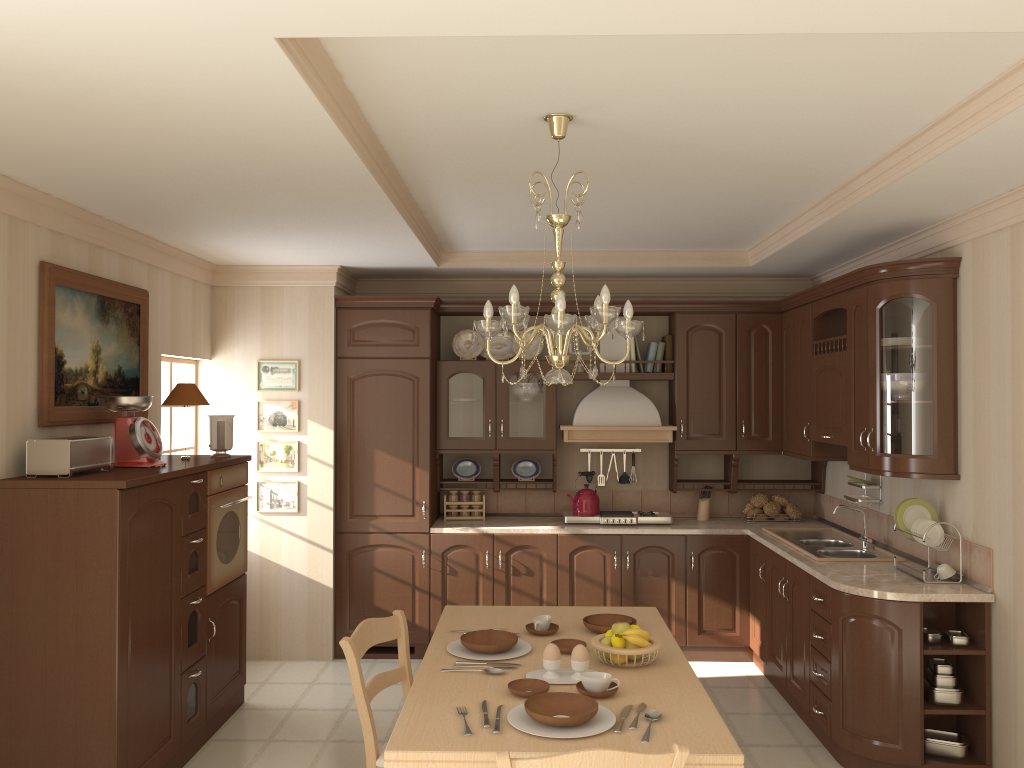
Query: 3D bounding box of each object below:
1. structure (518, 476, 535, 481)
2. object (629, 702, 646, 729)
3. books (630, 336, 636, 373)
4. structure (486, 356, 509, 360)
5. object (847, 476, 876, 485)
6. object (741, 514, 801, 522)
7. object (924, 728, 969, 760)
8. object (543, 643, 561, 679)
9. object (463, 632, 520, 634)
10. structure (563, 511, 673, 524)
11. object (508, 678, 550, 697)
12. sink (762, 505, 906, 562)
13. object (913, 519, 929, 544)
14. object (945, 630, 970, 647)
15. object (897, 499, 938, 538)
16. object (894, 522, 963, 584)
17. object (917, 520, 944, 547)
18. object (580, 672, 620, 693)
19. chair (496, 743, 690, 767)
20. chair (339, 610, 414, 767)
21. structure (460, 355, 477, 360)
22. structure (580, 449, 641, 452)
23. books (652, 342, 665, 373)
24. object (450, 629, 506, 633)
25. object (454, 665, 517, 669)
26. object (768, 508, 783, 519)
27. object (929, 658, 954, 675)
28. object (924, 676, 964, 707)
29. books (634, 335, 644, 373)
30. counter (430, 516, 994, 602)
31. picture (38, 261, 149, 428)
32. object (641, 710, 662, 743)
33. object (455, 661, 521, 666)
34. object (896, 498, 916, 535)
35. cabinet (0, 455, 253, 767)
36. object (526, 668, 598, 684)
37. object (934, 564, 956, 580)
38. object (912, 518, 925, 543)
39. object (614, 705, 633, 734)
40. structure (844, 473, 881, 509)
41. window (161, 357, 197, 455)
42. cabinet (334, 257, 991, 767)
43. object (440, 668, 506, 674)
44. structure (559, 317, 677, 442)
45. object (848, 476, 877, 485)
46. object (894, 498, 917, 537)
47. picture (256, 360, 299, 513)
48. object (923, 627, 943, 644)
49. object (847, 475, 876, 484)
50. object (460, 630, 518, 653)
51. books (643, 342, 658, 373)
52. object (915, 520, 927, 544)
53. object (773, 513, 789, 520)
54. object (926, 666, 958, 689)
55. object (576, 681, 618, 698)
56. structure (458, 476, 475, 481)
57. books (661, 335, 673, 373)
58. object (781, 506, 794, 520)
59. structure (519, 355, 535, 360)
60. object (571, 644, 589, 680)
[{"bbox_3d":[0.099,0.601,6.085,0.110,0.126,0.080,0,-1,1],"label":"structure"},{"bbox_3d":[0.353,0.924,2.476,0.022,0.004,0.216,0,-1,17],"label":"object"},{"bbox_3d":[0.824,-0.228,6.100,0.042,0.305,0.194,0,-1,1],"label":"books"},{"bbox_3d":[-0.097,-0.221,6.101,0.154,0.126,0.080,0,-1,1],"label":"structure"},{"bbox_3d":[1.999,0.553,5.067,0.167,0.051,0.174,0,-1,1],"label":"object"},{"bbox_3d":[1.749,0.898,5.993,0.364,0.060,0.199,0,-1,1],"label":"object"},{"bbox_3d":[1.898,1.589,3.913,0.208,0.077,0.145,0,-1,26],"label":"object"},{"bbox_3d":[0.127,0.878,2.824,0.058,0.104,0.058,0,-1,-20],"label":"object"},{"bbox_3d":[-0.076,0.936,3.331,0.212,0.008,0.018,0,-1,1],"label":"object"},{"bbox_3d":[0.698,0.884,5.889,0.710,0.054,0.325,0,-1,1],"label":"structure"},{"bbox_3d":[0.050,0.916,2.660,0.126,0.026,0.127,0,-1,-8],"label":"object"},{"bbox_3d":[1.787,0.843,5.041,0.448,0.348,1.077,0,-1,1],"label":"sink"},{"bbox_3d":[1.938,0.692,4.143,0.123,0.119,0.034,0,-1,3],"label":"object"},{"bbox_3d":[1.955,1.117,3.893,0.084,0.045,0.120,0,-1,12],"label":"object"},{"bbox_3d":[1.942,0.646,4.246,0.193,0.188,0.047,0,-1,2],"label":"object"},{"bbox_3d":[1.937,0.759,4.144,0.172,0.275,0.359,0,-1,2],"label":"object"},{"bbox_3d":[1.936,0.692,4.101,0.123,0.119,0.034,0,-1,1],"label":"object"},{"bbox_3d":[0.263,0.900,2.654,0.119,0.055,0.063,0,-1,15],"label":"object"},{"bbox_3d":[0.168,1.278,2.313,0.462,0.846,0.517,0,-1,-6],"label":"chair"},{"bbox_3d":[-0.299,1.291,3.186,0.517,0.846,0.462,0,-1,18],"label":"chair"},{"bbox_3d":[-0.297,-0.222,6.050,0.110,0.126,0.080,0,-1,1],"label":"structure"},{"bbox_3d":[0.688,0.463,6.189,0.422,0.020,0.008,0,-1,1],"label":"structure"},{"bbox_3d":[1.001,-0.179,6.087,0.080,0.209,0.205,0,-1,1],"label":"books"},{"bbox_3d":[-0.127,0.938,3.373,0.218,0.004,0.028,0,-1,-9],"label":"object"},{"bbox_3d":[-0.084,0.931,2.916,0.216,0.004,0.022,0,-1,7],"label":"object"},{"bbox_3d":[1.782,0.875,6.022,0.114,0.094,0.098,0,-1,-18],"label":"object"},{"bbox_3d":[1.897,1.249,3.918,0.084,0.045,0.120,0,-1,12],"label":"object"},{"bbox_3d":[1.897,1.355,3.916,0.145,0.077,0.208,0,-1,12],"label":"object"},{"bbox_3d":[0.863,-0.210,6.106,0.068,0.271,0.194,0,-1,1],"label":"books"},{"bbox_3d":[0.768,0.925,4.995,2.603,0.034,2.422,0,-1,1],"label":"counter"},{"bbox_3d":[-1.921,-0.156,4.148,0.036,0.687,0.990,0,-1,1],"label":"picture"},{"bbox_3d":[0.371,0.920,2.390,0.047,0.011,0.219,0,-1,17],"label":"object"},{"bbox_3d":[-0.079,0.930,2.951,0.221,0.008,0.023,0,-1,7],"label":"object"},{"bbox_3d":[1.943,0.646,4.264,0.193,0.188,0.047,0,-1,2],"label":"object"},{"bbox_3d":[-1.679,1.051,4.097,0.538,1.349,1.513,0,-1,1],"label":"cabinet"},{"bbox_3d":[0.166,0.928,2.814,0.245,0.005,0.157,0,-1,-2],"label":"object"},{"bbox_3d":[1.975,0.854,4.033,0.085,0.072,0.073,1,-1,-34],"label":"object"},{"bbox_3d":[1.938,0.693,4.164,0.123,0.119,0.034,0,-1,1],"label":"object"},{"bbox_3d":[0.307,0.922,2.450,0.023,0.008,0.221,0,-1,17],"label":"object"},{"bbox_3d":[2.017,0.530,5.111,0.131,0.361,0.256,0,-1,1],"label":"structure"},{"bbox_3d":[-2.041,0.393,5.258,0.050,1.100,0.765,0,-1,1],"label":"window"},{"bbox_3d":[0.468,0.587,5.018,3.226,2.313,2.436,0,-1,1],"label":"cabinet"},{"bbox_3d":[-0.126,0.927,2.866,0.219,0.011,0.047,0,-1,10],"label":"object"},{"bbox_3d":[0.700,-0.038,5.990,0.753,0.845,0.455,0,-1,1],"label":"structure"},{"bbox_3d":[2.000,0.550,5.067,0.167,0.051,0.174,0,-1,1],"label":"object"},{"bbox_3d":[1.943,0.647,4.283,0.193,0.188,0.047,0,-1,2],"label":"object"},{"bbox_3d":[-1.488,0.331,5.624,0.268,0.964,0.010,0,-1,1],"label":"picture"},{"bbox_3d":[1.847,1.118,3.939,0.084,0.045,0.120,0,-1,-13],"label":"object"},{"bbox_3d":[2.001,0.547,5.067,0.167,0.051,0.174,0,-1,1],"label":"object"},{"bbox_3d":[-0.080,0.913,3.122,0.204,0.042,0.204,0,-1,1],"label":"object"},{"bbox_3d":[0.950,-0.179,6.098,0.086,0.209,0.205,0,-1,1],"label":"books"},{"bbox_3d":[1.937,0.692,4.122,0.123,0.119,0.034,0,-1,1],"label":"object"},{"bbox_3d":[1.810,0.897,5.968,0.103,0.060,0.105,0,-1,-4],"label":"object"},{"bbox_3d":[1.897,1.296,3.917,0.106,0.057,0.152,0,-1,12],"label":"object"},{"bbox_3d":[0.255,0.916,2.655,0.126,0.026,0.127,0,-1,-8],"label":"object"},{"bbox_3d":[-0.311,0.600,6.096,0.110,0.126,0.080,0,-1,1],"label":"structure"},{"bbox_3d":[1.067,-0.201,6.089,0.052,0.254,0.205,0,-1,1],"label":"books"},{"bbox_3d":[1.873,0.874,6.011,0.091,0.100,0.125,0,-1,-3],"label":"object"},{"bbox_3d":[0.103,-0.222,6.041,0.110,0.126,0.080,0,-1,1],"label":"structure"},{"bbox_3d":[0.216,0.878,2.814,0.058,0.104,0.058,0,-1,-20],"label":"object"}]
